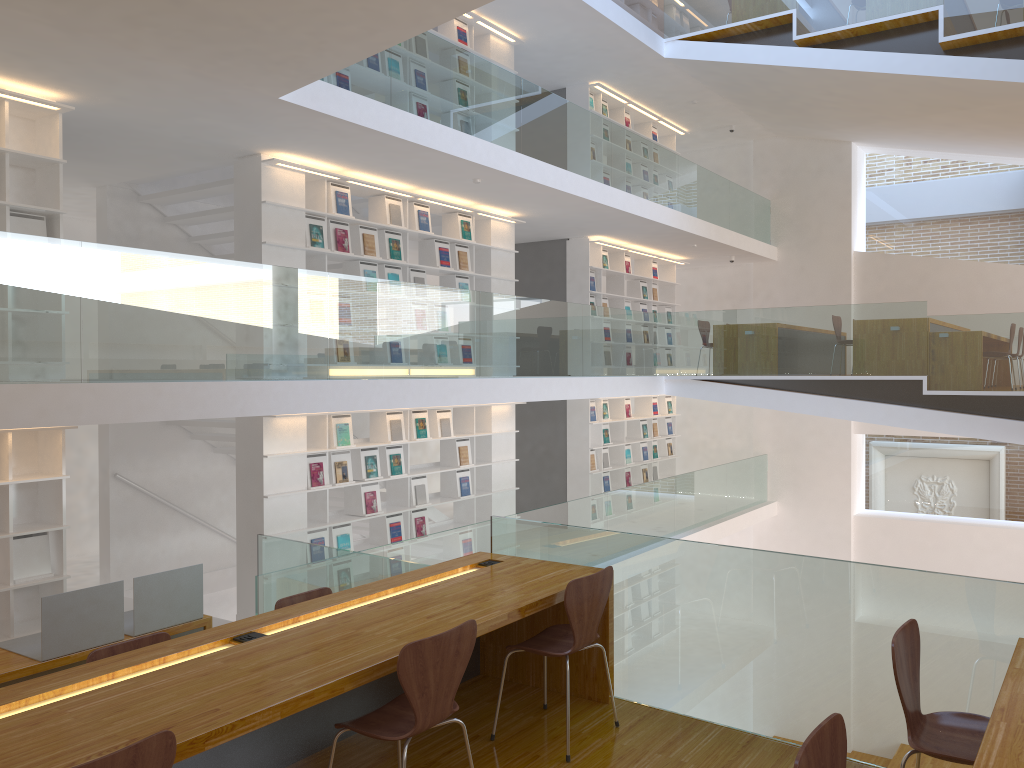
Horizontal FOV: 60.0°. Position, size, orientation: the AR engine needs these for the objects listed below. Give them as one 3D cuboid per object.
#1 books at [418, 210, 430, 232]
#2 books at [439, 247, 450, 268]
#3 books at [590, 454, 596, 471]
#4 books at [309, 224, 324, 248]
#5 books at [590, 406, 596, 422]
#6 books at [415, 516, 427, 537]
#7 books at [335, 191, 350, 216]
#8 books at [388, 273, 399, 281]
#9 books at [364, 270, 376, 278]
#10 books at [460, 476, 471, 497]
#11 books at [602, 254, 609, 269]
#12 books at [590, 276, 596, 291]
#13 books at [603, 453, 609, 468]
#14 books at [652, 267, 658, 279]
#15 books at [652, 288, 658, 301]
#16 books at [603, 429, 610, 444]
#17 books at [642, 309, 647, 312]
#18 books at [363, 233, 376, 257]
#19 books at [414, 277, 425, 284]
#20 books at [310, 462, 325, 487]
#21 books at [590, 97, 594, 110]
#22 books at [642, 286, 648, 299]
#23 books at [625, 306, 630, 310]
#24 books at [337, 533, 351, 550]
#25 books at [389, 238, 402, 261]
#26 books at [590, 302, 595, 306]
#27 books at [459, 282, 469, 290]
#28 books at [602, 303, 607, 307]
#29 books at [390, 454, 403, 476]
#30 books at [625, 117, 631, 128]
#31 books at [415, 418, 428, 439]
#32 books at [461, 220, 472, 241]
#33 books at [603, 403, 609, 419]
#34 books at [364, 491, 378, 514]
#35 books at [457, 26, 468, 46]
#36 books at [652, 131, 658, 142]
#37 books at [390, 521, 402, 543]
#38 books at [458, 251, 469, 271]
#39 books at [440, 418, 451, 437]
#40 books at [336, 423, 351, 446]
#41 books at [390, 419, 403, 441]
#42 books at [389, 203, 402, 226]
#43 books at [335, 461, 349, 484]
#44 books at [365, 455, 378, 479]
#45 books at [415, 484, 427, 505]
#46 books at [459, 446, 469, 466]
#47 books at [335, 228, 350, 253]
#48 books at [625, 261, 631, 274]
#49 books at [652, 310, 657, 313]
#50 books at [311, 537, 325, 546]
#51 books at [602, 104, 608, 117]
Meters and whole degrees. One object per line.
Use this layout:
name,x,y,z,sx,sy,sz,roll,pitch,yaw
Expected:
books,-0.879,-1.624,8.853,0.037,0.210,0.145,0,1,34
books,-0.694,-1.299,9.135,0.037,0.210,0.145,0,1,34
books,1.071,1.050,11.863,0.037,0.210,0.145,0,1,34
books,-1.688,-1.272,7.673,0.037,0.210,0.145,0,1,34
books,1.080,0.407,11.867,0.037,0.210,0.145,0,1,34
books,-0.910,1.434,8.838,0.037,0.210,0.145,0,1,34
books,-1.513,-1.610,7.920,0.037,0.210,0.145,0,1,34
books,-1.128,-0.957,8.497,0.037,0.210,0.145,0,1,34
books,-1.308,-0.950,8.227,0.037,0.210,0.145,0,1,34
books,-0.498,1.095,9.436,0.037,0.210,0.145,0,1,34
books,1.276,-1.662,12.144,0.037,0.210,0.145,0,1,34
books,1.070,-1.328,11.839,0.037,0.210,0.145,0,1,34
books,1.288,1.055,12.177,0.037,0.210,0.145,0,1,34
books,2.173,-1.665,13.465,0.037,0.210,0.145,0,1,34
books,2.174,-1.351,13.469,0.037,0.210,0.145,0,1,34
books,1.295,0.724,12.186,0.037,0.210,0.145,0,1,34
books,1.981,-1.010,13.182,0.037,0.210,0.145,0,1,34
books,-1.321,-1.282,8.212,0.037,0.210,0.145,0,1,34
books,-0.912,-0.954,8.810,0.037,0.210,0.145,0,1,34
books,-1.689,0.788,7.686,0.037,0.210,0.145,0,1,34
books,1.044,-3.710,11.786,0.037,0.210,0.145,0,1,34
books,1.977,-1.346,13.179,0.037,0.210,0.145,0,1,34
books,1.665,-1.010,12.721,0.037,0.210,0.145,0,1,34
books,-1.505,1.455,7.956,0.037,0.210,0.145,0,1,34
books,-1.118,-1.287,8.504,0.037,0.210,0.145,0,1,34
books,1.068,-0.990,11.837,0.037,0.210,0.145,0,1,34
books,-0.503,-0.968,9.412,0.037,0.210,0.145,0,1,34
books,1.272,-1.004,12.143,0.037,0.210,0.145,0,1,34
books,-1.113,0.780,8.528,0.037,0.210,0.145,0,1,34
books,1.656,-3.704,12.687,0.037,0.210,0.145,0,1,34
books,-0.902,0.445,8.836,0.037,0.210,0.145,0,1,34
books,-0.486,-1.631,9.433,0.037,0.210,0.145,0,1,34
books,1.278,0.370,12.164,0.037,0.210,0.145,0,1,34
books,-1.310,1.107,8.246,0.037,0.210,0.145,0,1,34
books,-0.524,-3.655,9.366,0.037,0.210,0.145,0,1,34
books,2.166,-3.715,13.439,0.037,0.210,0.145,0,1,34
books,-1.116,1.437,8.534,0.037,0.210,0.145,0,1,34
books,-0.516,-1.300,9.396,0.037,0.210,0.145,0,1,34
books,-0.683,0.461,9.158,0.037,0.210,0.145,0,1,34
books,-1.510,0.459,7.941,0.037,0.210,0.145,0,1,34
books,-1.110,0.449,8.529,0.037,0.210,0.145,0,1,34
books,-1.116,-1.617,8.506,0.037,0.210,0.145,0,1,34
books,-1.525,0.800,7.944,0.037,0.210,0.145,0,1,34
books,-1.306,0.773,8.251,0.037,0.210,0.145,0,1,34
books,-0.907,1.112,8.833,0.037,0.210,0.145,0,1,34
books,-0.511,0.767,9.420,0.037,0.210,0.145,0,1,34
books,-1.516,-1.280,7.925,0.037,0.210,0.145,0,1,34
books,1.662,-1.654,12.713,0.037,0.210,0.145,0,1,34
books,2.170,-1.014,13.459,0.037,0.210,0.145,0,1,34
books,-1.678,1.447,7.701,0.037,0.210,0.145,0,1,34
books,1.269,-3.711,12.118,0.037,0.210,0.145,0,1,34
